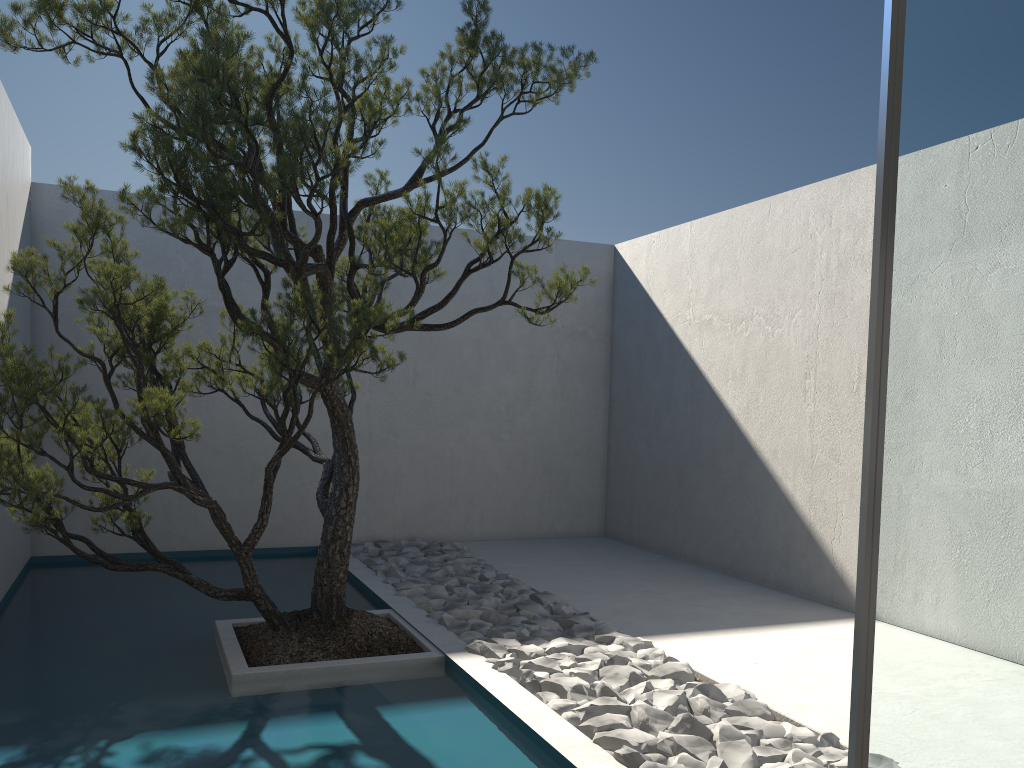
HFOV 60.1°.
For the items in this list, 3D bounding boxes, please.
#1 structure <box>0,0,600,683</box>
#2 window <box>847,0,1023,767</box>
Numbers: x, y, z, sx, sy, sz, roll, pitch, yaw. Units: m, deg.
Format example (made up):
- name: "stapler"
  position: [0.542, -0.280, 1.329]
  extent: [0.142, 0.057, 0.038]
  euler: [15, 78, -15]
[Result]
- name: "structure"
  position: [-1.133, -0.180, 4.209]
  extent: [2.587, 3.479, 2.513]
  euler: [1, 2, -30]
- name: "window"
  position: [1.683, -0.157, 2.354]
  extent: [1.886, 3.011, 0.021]
  euler: [1, 3, -23]
